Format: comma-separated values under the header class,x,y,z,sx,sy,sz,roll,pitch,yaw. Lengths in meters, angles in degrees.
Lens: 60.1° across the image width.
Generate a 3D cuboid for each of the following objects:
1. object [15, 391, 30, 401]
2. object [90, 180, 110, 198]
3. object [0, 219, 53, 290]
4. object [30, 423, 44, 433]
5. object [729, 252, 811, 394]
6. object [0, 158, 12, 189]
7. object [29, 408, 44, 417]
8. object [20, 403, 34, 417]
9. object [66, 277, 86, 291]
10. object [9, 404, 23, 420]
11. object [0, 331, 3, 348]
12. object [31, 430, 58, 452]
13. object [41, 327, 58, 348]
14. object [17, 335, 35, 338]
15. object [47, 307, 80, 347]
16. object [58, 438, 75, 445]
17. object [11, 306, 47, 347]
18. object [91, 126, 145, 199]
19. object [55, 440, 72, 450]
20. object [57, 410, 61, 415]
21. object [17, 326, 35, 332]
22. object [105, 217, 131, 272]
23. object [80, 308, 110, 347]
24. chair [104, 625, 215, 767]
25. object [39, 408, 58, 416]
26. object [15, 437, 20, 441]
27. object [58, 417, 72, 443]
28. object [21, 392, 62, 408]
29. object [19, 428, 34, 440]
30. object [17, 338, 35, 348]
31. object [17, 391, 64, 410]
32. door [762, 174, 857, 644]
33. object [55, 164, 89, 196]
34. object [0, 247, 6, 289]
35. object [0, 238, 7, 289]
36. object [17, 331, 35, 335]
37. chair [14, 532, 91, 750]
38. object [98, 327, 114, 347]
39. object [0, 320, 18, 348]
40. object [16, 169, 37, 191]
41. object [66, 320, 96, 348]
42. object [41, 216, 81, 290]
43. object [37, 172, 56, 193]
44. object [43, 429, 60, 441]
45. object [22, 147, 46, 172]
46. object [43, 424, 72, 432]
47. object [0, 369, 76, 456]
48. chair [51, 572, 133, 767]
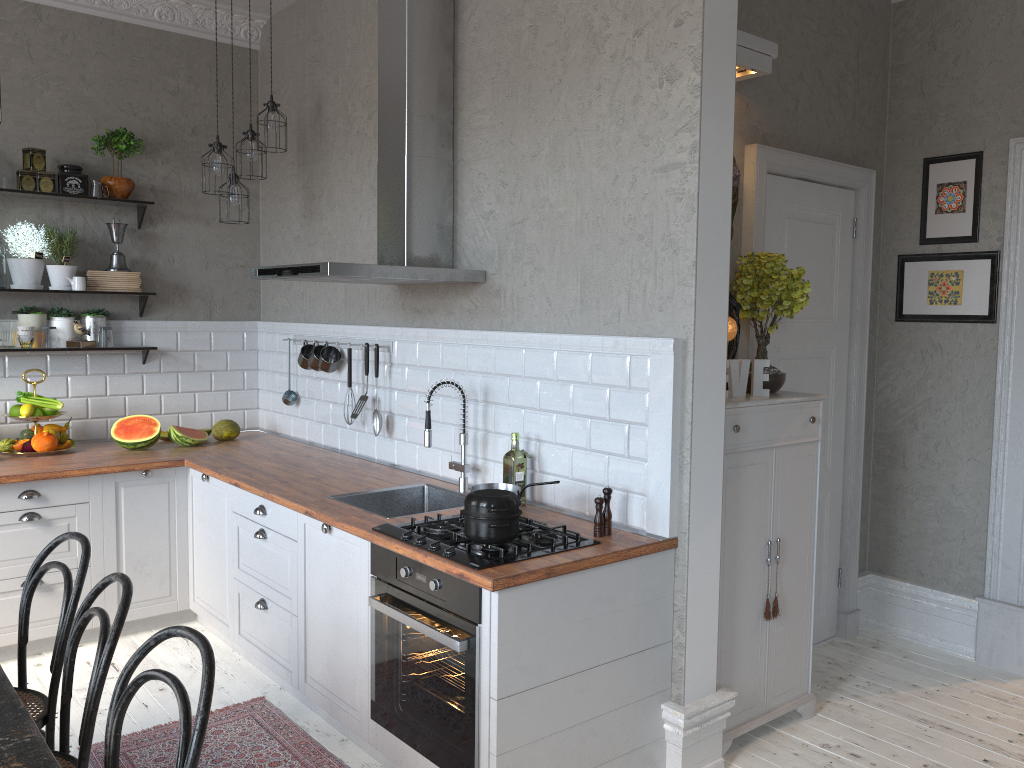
class,x,y,z,sx,sy,sz,roll,pitch,yaw
object,-2.408,0.062,4.368,0.050,0.058,0.074,3,5,27
object,-2.167,-1.020,4.648,0.095,0.096,0.073,-3,6,-39
object,-2.482,-0.663,4.557,0.248,0.354,0.231,-1,5,-22
object,-2.408,0.246,4.495,0.087,0.093,0.085,-4,6,-43
object,1.000,-0.242,3.485,0.298,0.553,0.339,0,5,-5
object,-2.610,-1.074,4.471,0.139,0.220,0.141,2,5,10
object,-2.353,0.149,4.379,0.065,0.061,0.065,-3,6,-40
object,-2.376,0.129,4.339,0.060,0.069,0.078,-1,5,-20
object,-2.255,-0.522,4.610,0.107,0.071,0.062,0,5,-10
object,-2.434,0.140,4.387,0.099,0.078,0.098,4,6,37
object,-2.601,-0.226,4.492,0.079,0.083,0.076,-1,5,-22
object,-2.297,0.281,4.349,0.110,0.110,0.114,2,5,18
object,-2.392,-0.242,4.582,0.076,0.108,0.079,5,6,44
object,-2.449,-0.223,4.467,0.075,0.051,0.079,5,6,43
object,-2.381,-0.301,4.689,0.175,0.214,0.146,0,5,-10
object,-2.357,0.291,4.541,0.217,0.044,0.054,1,5,-2
object,-2.498,-0.299,4.580,0.153,0.217,0.159,3,5,30
object,-2.102,-1.178,4.754,0.264,0.397,0.238,0,5,-15
object,-2.268,0.308,4.461,0.089,0.051,0.068,1,5,8
object,-2.317,0.139,4.490,0.053,0.050,0.048,-2,5,-30
object,-2.449,-0.265,4.464,0.075,0.051,0.079,4,6,36
object,-2.138,-0.751,4.799,0.128,0.287,0.133,4,6,35
object,-2.256,-0.307,4.802,0.162,0.213,0.149,-3,6,-42
chair,-0.862,0.988,1.706,0.561,0.920,0.428,-3,6,-42
object,-2.330,0.146,4.441,0.099,0.062,0.076,3,5,23
object,-2.442,0.302,4.497,0.236,0.048,0.062,3,5,22
object,-2.294,0.234,4.526,0.062,0.120,0.124,0,5,-15
object,-2.373,0.085,4.480,0.183,0.096,0.087,-1,5,-20
object,-2.437,0.258,4.481,0.079,0.076,0.152,0,5,-13
object,-2.450,-0.205,4.468,0.075,0.051,0.079,5,6,43
object,-2.353,0.081,4.410,0.215,0.101,0.066,-2,5,-33
door,1.345,0.178,4.081,0.767,2.183,0.078,-3,6,-40
object,-2.316,-1.061,4.647,0.145,0.174,0.139,-3,6,-39
object,-2.574,-0.574,4.373,0.126,0.206,0.123,-1,5,-17
object,-2.649,-0.614,4.500,0.134,0.264,0.129,-2,5,-34
object,-2.449,-0.240,4.466,0.078,0.051,0.076,-1,5,-21
chair,-1.482,0.916,2.484,0.561,0.920,0.428,-3,6,-42
object,-2.172,-0.251,4.732,0.076,0.108,0.079,5,6,44
object,-2.530,-0.249,4.453,0.077,0.139,0.080,3,5,23
object,-2.453,-1.019,4.477,0.084,0.113,0.081,-3,6,-39
object,-2.269,-0.264,4.673,0.099,0.147,0.120,2,5,18
object,-2.345,-0.676,4.603,0.168,0.380,0.185,2,5,11
object,-2.382,-1.022,4.531,0.084,0.113,0.081,-2,5,-29
object,-2.312,0.263,4.431,0.090,0.078,0.087,0,5,-13
object,-2.417,-1.131,4.481,0.081,0.113,0.084,3,5,30
object,-2.320,0.229,4.513,0.058,0.056,0.129,5,6,43
object,-2.381,0.135,4.425,0.345,0.425,0.359,4,6,35
chair,-1.196,0.951,2.107,0.560,0.920,0.429,-2,5,-32
